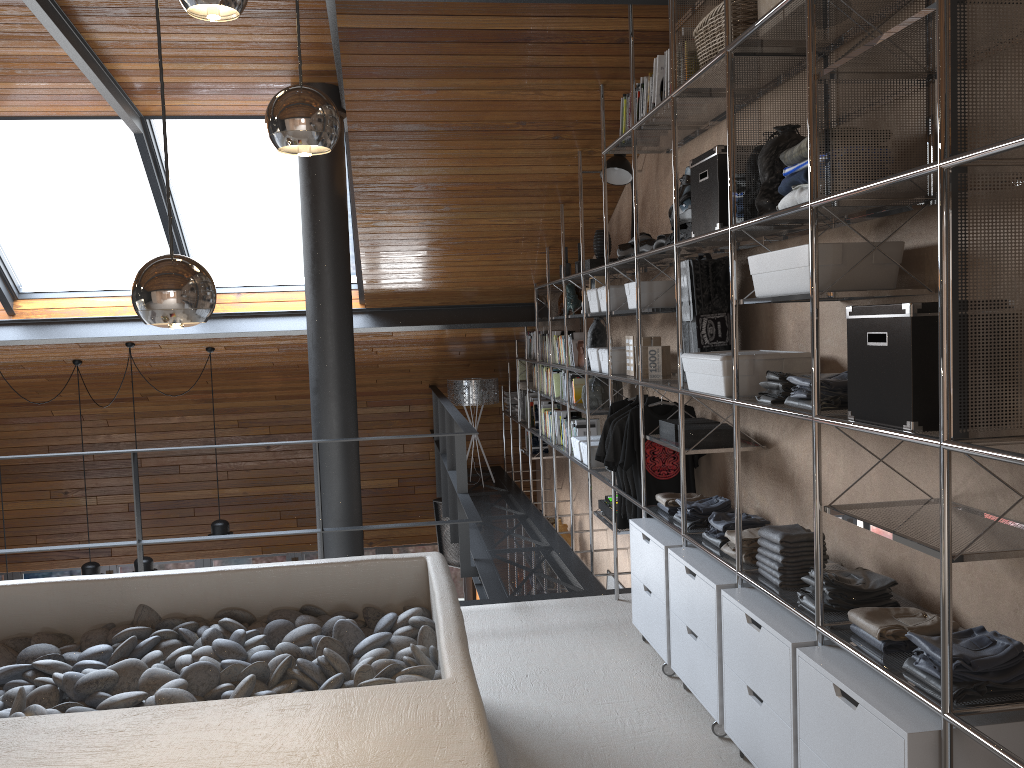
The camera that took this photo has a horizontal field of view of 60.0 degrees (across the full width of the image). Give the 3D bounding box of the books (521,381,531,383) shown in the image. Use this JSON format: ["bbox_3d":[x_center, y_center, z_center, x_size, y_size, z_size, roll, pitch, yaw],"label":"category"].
[{"bbox_3d":[0.185,-0.019,8.158,0.228,0.016,0.182,-3,4,-8],"label":"books"}]

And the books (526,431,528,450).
[{"bbox_3d":[0.192,0.503,7.964,0.119,0.172,0.014,-3,4,-8],"label":"books"}]

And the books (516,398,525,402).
[{"bbox_3d":[0.186,0.139,8.138,0.288,0.025,0.175,-2,4,-2],"label":"books"}]

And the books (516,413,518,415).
[{"bbox_3d":[0.172,0.287,8.437,0.234,0.016,0.182,-3,4,-13],"label":"books"}]

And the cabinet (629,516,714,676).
[{"bbox_3d":[0.801,0.908,3.878,0.435,0.561,0.527,-3,4,-7],"label":"cabinet"}]

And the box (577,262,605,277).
[{"bbox_3d":[0.518,-0.723,5.571,0.208,0.079,0.207,-2,4,6],"label":"box"}]

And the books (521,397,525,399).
[{"bbox_3d":[0.182,0.119,8.147,0.254,0.012,0.158,-2,4,4],"label":"books"}]

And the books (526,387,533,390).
[{"bbox_3d":[0.204,0.040,8.136,0.234,0.028,0.180,-3,4,-8],"label":"books"}]

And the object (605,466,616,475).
[{"bbox_3d":[0.631,0.390,4.974,0.166,0.247,0.376,-3,4,-10],"label":"object"}]

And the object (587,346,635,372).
[{"bbox_3d":[0.597,-0.143,5.053,0.295,0.136,0.228,-3,4,-8],"label":"object"}]

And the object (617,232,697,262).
[{"bbox_3d":[0.693,-0.677,4.251,0.286,0.141,0.657,-3,4,-15],"label":"object"}]

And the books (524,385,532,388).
[{"bbox_3d":[0.181,0.017,8.148,0.216,0.021,0.174,-3,4,-8],"label":"books"}]

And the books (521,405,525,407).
[{"bbox_3d":[0.194,0.198,8.149,0.222,0.012,0.160,-3,4,-14],"label":"books"}]

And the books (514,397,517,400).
[{"bbox_3d":[0.165,0.133,8.430,0.268,0.025,0.176,-3,4,-8],"label":"books"}]

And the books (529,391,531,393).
[{"bbox_3d":[0.182,0.063,8.134,0.228,0.016,0.182,-3,4,-8],"label":"books"}]

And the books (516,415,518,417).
[{"bbox_3d":[0.165,0.302,8.452,0.234,0.016,0.182,-3,4,-8],"label":"books"}]

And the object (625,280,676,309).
[{"bbox_3d":[0.705,-0.424,4.221,0.290,0.124,0.222,-3,4,-8],"label":"object"}]

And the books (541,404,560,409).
[{"bbox_3d":[0.314,0.277,7.149,0.161,0.222,0.055,-3,4,-8],"label":"books"}]

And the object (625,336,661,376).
[{"bbox_3d":[0.675,-0.146,4.529,0.142,0.205,0.196,-3,4,-9],"label":"object"}]

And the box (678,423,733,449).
[{"bbox_3d":[0.809,0.216,3.699,0.208,0.079,0.207,-2,4,4],"label":"box"}]

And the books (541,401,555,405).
[{"bbox_3d":[0.300,0.261,7.324,0.148,0.233,0.053,-3,4,-8],"label":"books"}]

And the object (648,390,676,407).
[{"bbox_3d":[0.713,0.069,4.222,0.283,0.118,0.016,-3,4,-8],"label":"object"}]

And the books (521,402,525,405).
[{"bbox_3d":[0.200,0.171,8.139,0.225,0.017,0.167,-3,4,-8],"label":"books"}]

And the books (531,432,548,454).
[{"bbox_3d":[0.240,0.510,7.672,0.138,0.191,0.049,-3,4,-8],"label":"books"}]

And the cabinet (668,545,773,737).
[{"bbox_3d":[0.882,0.940,3.327,0.435,0.561,0.527,-3,4,-7],"label":"cabinet"}]

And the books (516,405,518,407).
[{"bbox_3d":[0.176,0.206,8.420,0.234,0.016,0.182,-3,4,-18],"label":"books"}]

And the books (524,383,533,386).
[{"bbox_3d":[0.181,-0.002,8.148,0.228,0.016,0.182,-3,4,-8],"label":"books"}]

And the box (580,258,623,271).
[{"bbox_3d":[0.541,-0.710,5.355,0.208,0.079,0.207,-3,4,-11],"label":"box"}]

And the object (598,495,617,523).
[{"bbox_3d":[0.682,0.703,4.976,0.320,0.114,0.404,-3,4,-8],"label":"object"}]

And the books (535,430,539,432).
[{"bbox_3d":[0.240,0.497,7.688,0.137,0.216,0.049,-3,4,-8],"label":"books"}]

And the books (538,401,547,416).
[{"bbox_3d":[0.293,0.258,7.372,0.148,0.233,0.053,-3,4,-8],"label":"books"}]

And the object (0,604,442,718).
[{"bbox_3d":[-1.100,0.943,2.722,1.842,0.246,1.436,-3,4,-8],"label":"object"}]

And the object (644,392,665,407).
[{"bbox_3d":[0.693,0.103,4.356,0.387,0.197,0.009,-3,4,-12],"label":"object"}]

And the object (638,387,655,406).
[{"bbox_3d":[0.684,0.099,4.420,0.387,0.197,0.009,-3,4,-12],"label":"object"}]

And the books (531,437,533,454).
[{"bbox_3d":[0.232,0.495,7.743,0.133,0.218,0.051,-3,4,-8],"label":"books"}]

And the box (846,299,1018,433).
[{"bbox_3d":[1.005,-0.050,2.145,0.266,0.295,0.289,-3,4,-8],"label":"box"}]

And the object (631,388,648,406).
[{"bbox_3d":[0.667,0.092,4.541,0.387,0.197,0.009,-3,4,-12],"label":"object"}]

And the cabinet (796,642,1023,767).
[{"bbox_3d":[1.036,1.006,2.208,0.435,0.561,0.527,-3,4,-7],"label":"cabinet"}]

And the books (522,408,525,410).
[{"bbox_3d":[0.188,0.219,8.143,0.258,0.028,0.180,-2,4,-2],"label":"books"}]

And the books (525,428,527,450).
[{"bbox_3d":[0.186,0.487,7.986,0.127,0.201,0.011,-3,4,-8],"label":"books"}]

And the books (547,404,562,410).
[{"bbox_3d":[0.322,0.272,7.182,0.177,0.217,0.046,-3,4,-8],"label":"books"}]

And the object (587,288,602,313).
[{"bbox_3d":[0.591,-0.477,5.028,0.295,0.136,0.228,-3,4,-8],"label":"object"}]

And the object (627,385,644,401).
[{"bbox_3d":[0.662,0.048,4.586,0.283,0.118,0.016,-3,4,-8],"label":"object"}]

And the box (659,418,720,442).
[{"bbox_3d":[0.785,0.202,3.931,0.208,0.079,0.207,-3,4,-9],"label":"box"}]

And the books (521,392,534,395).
[{"bbox_3d":[0.171,0.079,8.147,0.208,0.017,0.167,-3,4,-8],"label":"books"}]

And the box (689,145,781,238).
[{"bbox_3d":[0.826,-0.695,3.236,0.266,0.295,0.289,-3,4,-8],"label":"box"}]

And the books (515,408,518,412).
[{"bbox_3d":[0.168,0.244,8.437,0.240,0.028,0.180,-3,4,-18],"label":"books"}]

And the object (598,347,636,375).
[{"bbox_3d":[0.634,-0.128,4.791,0.295,0.136,0.228,-3,4,-8],"label":"object"}]

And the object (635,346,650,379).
[{"bbox_3d":[0.640,-0.106,4.307,0.074,0.156,0.078,-2,4,7],"label":"object"}]

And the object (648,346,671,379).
[{"bbox_3d":[0.703,-0.102,4.221,0.074,0.156,0.078,1,5,42],"label":"object"}]

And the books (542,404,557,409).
[{"bbox_3d":[0.303,0.278,7.074,0.122,0.230,0.057,-3,4,-8],"label":"books"}]

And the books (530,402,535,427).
[{"bbox_3d":[0.227,0.257,7.555,0.137,0.215,0.014,-3,4,-8],"label":"books"}]

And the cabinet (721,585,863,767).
[{"bbox_3d":[0.961,0.973,2.761,0.435,0.561,0.527,-3,4,-7],"label":"cabinet"}]
